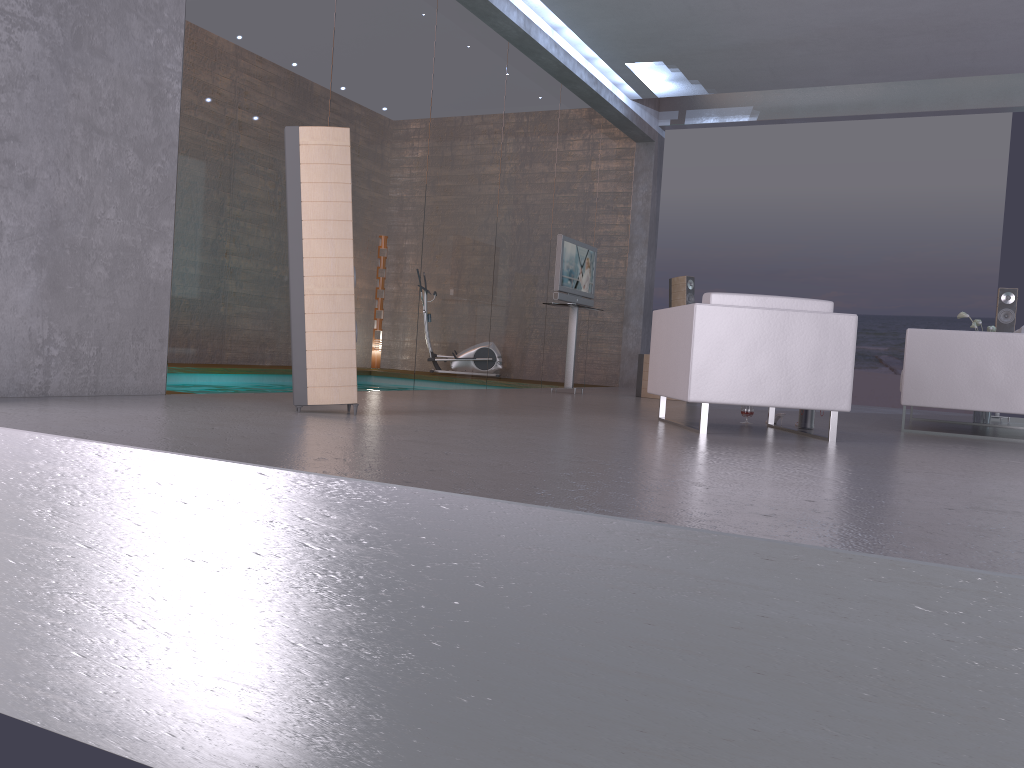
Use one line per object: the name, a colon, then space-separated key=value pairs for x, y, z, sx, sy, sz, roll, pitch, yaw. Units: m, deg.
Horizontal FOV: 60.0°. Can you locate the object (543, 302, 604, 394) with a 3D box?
object: x=0.620 y=-0.385 z=9.271 sx=0.360 sy=0.958 sz=0.818 roll=5 pitch=2 yaw=26

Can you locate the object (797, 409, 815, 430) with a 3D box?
object: x=1.976 y=0.083 z=5.916 sx=0.109 sy=0.435 sz=0.109 roll=2 pitch=2 yaw=-38

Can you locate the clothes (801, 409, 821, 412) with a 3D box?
clothes: x=1.784 y=-0.135 z=5.524 sx=0.254 sy=0.604 sz=0.574 roll=4 pitch=2 yaw=-5

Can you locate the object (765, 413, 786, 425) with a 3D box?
object: x=1.845 y=0.239 z=6.226 sx=0.079 sy=0.087 sz=0.235 roll=3 pitch=2 yaw=-7

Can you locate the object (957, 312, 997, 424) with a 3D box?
object: x=4.471 y=-0.149 z=8.418 sx=0.400 sy=1.051 sz=0.387 roll=3 pitch=2 yaw=-27

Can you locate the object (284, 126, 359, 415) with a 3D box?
object: x=-0.996 y=-0.588 z=4.617 sx=0.444 sy=1.473 sz=0.244 roll=3 pitch=2 yaw=-19

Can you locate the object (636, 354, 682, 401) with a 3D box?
object: x=1.662 y=-0.072 z=9.461 sx=0.604 sy=0.459 sz=0.514 roll=5 pitch=2 yaw=26

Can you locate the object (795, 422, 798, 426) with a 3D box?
object: x=2.017 y=0.254 z=6.134 sx=0.079 sy=0.087 sz=0.235 roll=4 pitch=2 yaw=3

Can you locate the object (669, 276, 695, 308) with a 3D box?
object: x=2.106 y=-0.607 z=11.106 sx=0.244 sy=1.469 sz=0.444 roll=2 pitch=3 yaw=-39

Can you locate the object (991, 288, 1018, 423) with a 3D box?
object: x=5.052 y=-0.292 z=9.122 sx=0.243 sy=1.363 sz=0.333 roll=5 pitch=2 yaw=31

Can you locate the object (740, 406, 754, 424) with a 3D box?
object: x=1.628 y=0.156 z=6.125 sx=0.091 sy=0.233 sz=0.091 roll=2 pitch=2 yaw=-37

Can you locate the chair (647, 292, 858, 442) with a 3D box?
chair: x=1.411 y=-0.120 z=5.428 sx=0.936 sy=0.808 sz=1.026 roll=4 pitch=2 yaw=-4

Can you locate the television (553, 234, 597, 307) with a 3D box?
television: x=0.671 y=-1.161 z=9.241 sx=0.054 sy=0.644 sz=1.000 roll=5 pitch=2 yaw=26

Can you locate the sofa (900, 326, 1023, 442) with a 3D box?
sofa: x=3.725 y=-0.038 z=7.148 sx=1.026 sy=0.824 sz=2.353 roll=5 pitch=2 yaw=26
